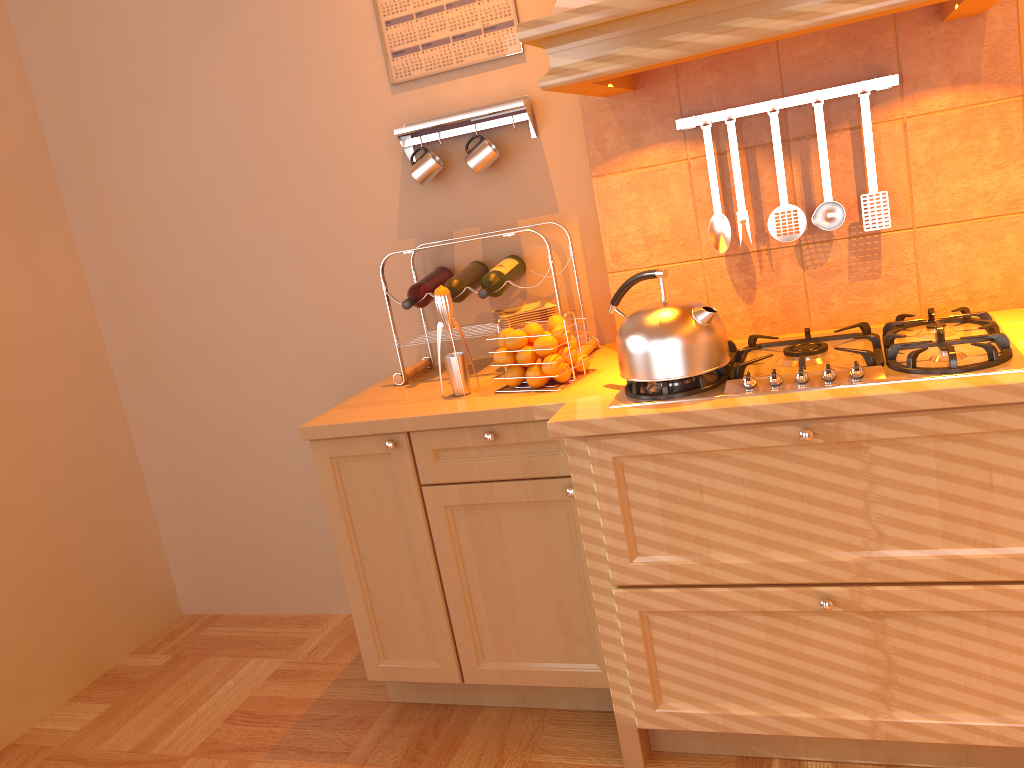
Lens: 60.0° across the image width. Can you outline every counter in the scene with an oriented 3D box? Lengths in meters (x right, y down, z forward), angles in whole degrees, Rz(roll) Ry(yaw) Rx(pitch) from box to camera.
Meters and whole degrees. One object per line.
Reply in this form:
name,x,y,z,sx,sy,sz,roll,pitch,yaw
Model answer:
counter,0.569,-0.041,2.088,2.250,0.038,0.770,-6,13,22

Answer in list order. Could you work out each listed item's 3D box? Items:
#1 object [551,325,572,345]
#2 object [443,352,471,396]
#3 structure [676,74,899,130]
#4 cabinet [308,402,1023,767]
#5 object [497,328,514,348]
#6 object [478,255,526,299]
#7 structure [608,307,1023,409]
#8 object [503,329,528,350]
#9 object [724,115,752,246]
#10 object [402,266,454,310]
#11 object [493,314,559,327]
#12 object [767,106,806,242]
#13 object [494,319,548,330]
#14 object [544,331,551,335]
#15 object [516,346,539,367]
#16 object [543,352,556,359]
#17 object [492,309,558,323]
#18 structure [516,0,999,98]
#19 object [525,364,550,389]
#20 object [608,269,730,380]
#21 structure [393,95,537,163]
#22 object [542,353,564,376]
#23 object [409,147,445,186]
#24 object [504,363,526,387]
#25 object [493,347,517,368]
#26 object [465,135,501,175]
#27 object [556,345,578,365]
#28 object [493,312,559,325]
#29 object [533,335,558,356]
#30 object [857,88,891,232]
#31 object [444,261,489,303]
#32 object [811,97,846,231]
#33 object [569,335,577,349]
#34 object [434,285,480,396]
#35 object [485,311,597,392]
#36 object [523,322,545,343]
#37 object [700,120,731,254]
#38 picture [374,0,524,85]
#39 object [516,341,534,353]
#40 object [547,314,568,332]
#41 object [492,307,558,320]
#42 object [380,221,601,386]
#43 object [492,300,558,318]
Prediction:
object,0.122,-0.121,2.211,0.051,0.053,0.063,-12,12,-5
object,-0.138,-0.025,2.292,0.060,0.106,0.060,-13,12,-10
structure,0.641,-0.665,2.102,0.506,0.024,0.009,-6,13,22
cabinet,0.865,0.401,1.903,2.850,0.840,1.141,-6,13,22
object,-0.010,-0.112,2.249,0.052,0.060,0.057,-18,14,-29
object,-0.036,-0.297,2.482,0.076,0.095,0.282,-6,13,22
structure,0.652,-0.073,1.965,0.797,0.051,0.494,-6,13,22
object,0.010,-0.109,2.200,0.063,0.051,0.053,-4,14,29
object,0.555,-0.493,2.173,0.028,0.319,0.006,-6,13,22
object,-0.250,-0.275,2.568,0.076,0.095,0.282,-6,13,22
object,0.039,-0.181,2.484,0.163,0.011,0.172,-13,12,-8
object,0.647,-0.501,2.130,0.090,0.320,0.017,-6,13,22
object,0.040,-0.174,2.486,0.163,0.011,0.172,-13,12,-8
object,0.086,-0.111,2.273,0.055,0.051,0.061,-16,13,-23
object,0.038,-0.069,2.203,0.052,0.053,0.062,1,17,43
object,0.104,-0.073,2.226,0.051,0.053,0.062,-13,12,-9
object,0.037,-0.193,2.481,0.163,0.011,0.172,-13,12,-8
structure,0.624,-0.848,0.198,1.061,1.148,4.091,-12,12,-4
object,0.064,-0.021,2.206,0.064,0.063,0.074,-10,12,3
object,0.335,-0.145,1.943,0.251,0.215,0.242,-9,12,9
structure,-0.137,-0.725,2.536,0.405,0.118,0.069,-6,13,22
object,0.099,-0.046,2.161,0.061,0.054,0.052,-21,16,-40
object,-0.249,-0.635,2.578,0.103,0.111,0.066,-7,13,15
object,0.009,-0.022,2.232,0.060,0.057,0.052,-14,13,-16
object,-0.016,-0.067,2.233,0.063,0.051,0.053,0,16,40
object,-0.085,-0.652,2.512,0.103,0.111,0.066,-7,13,15
object,0.134,-0.072,2.216,0.061,0.055,0.051,-21,16,-37
object,0.038,-0.187,2.483,0.163,0.011,0.172,-13,12,-8
object,0.082,-0.094,2.176,0.061,0.052,0.053,-12,12,-4
object,0.832,-0.519,2.055,0.061,0.323,0.020,-6,13,22
object,-0.143,-0.286,2.525,0.076,0.095,0.282,-6,13,22
object,0.740,-0.520,2.110,0.077,0.309,0.037,-6,13,21
object,0.141,-0.101,2.269,0.053,0.054,0.061,-4,14,28
object,-0.168,-0.111,2.278,0.088,0.288,0.101,-6,13,22
object,0.072,-0.090,2.246,0.207,0.174,0.189,-2,15,36
object,0.055,-0.129,2.233,0.051,0.053,0.063,-14,13,-16
object,0.497,-0.483,2.185,0.055,0.323,0.028,-6,13,22
picture,-0.216,-1.187,2.463,0.417,0.605,0.009,-6,13,22
object,0.033,-0.084,2.258,0.064,0.053,0.051,-14,13,-15
object,0.117,-0.148,2.273,0.050,0.060,0.059,-15,13,-18
object,0.035,-0.200,2.480,0.163,0.011,0.172,-13,12,-8
object,-0.077,-0.231,2.524,0.572,0.379,0.221,-6,13,22
object,0.034,-0.206,2.479,0.163,0.011,0.172,-13,12,-8
